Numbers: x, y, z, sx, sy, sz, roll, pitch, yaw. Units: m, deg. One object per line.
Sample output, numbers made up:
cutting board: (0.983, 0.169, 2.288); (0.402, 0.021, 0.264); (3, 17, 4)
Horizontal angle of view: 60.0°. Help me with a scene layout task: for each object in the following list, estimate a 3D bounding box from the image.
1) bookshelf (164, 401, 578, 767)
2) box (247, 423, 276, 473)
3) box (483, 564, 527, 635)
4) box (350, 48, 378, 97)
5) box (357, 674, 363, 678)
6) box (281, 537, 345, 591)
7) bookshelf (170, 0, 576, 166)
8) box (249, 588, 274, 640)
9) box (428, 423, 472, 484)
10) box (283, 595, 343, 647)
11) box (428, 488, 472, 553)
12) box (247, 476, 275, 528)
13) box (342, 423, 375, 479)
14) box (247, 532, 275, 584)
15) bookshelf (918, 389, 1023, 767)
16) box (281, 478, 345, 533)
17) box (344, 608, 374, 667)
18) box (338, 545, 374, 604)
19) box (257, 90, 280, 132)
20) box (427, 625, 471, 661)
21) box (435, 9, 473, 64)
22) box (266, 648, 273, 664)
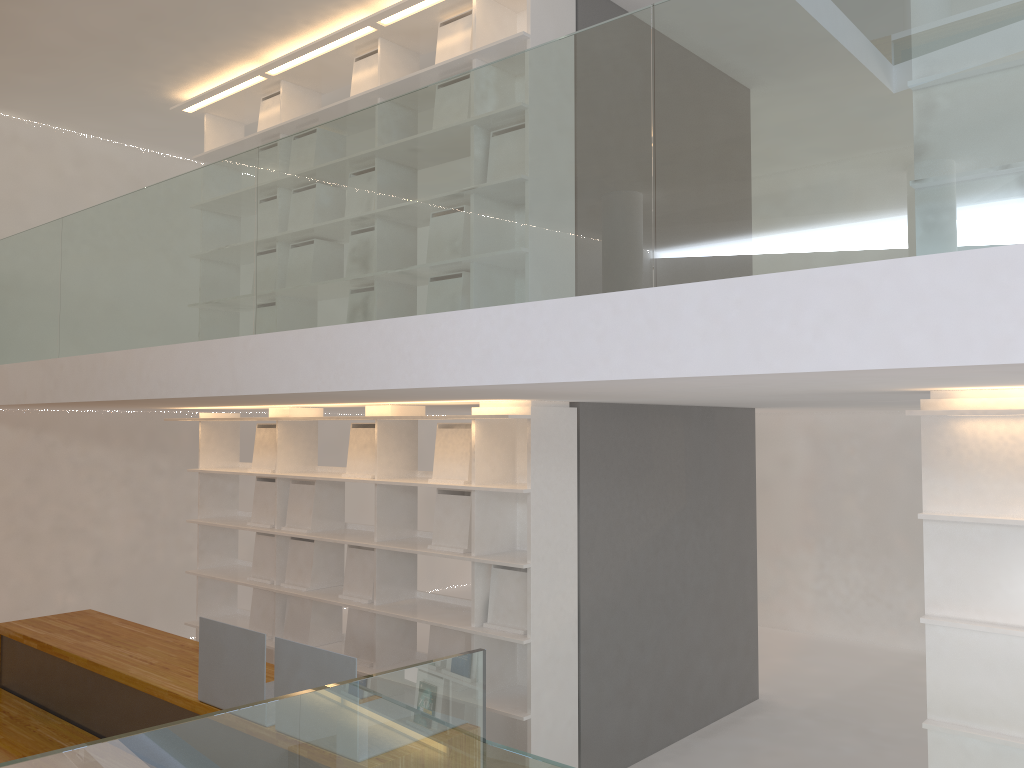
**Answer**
bookshelf: (-0.982, 1.039, 4.965); (2.984, 1.836, 0.498); (-2, -4, 41)
box: (-1.447, 0.392, 5.489); (0.245, 0.296, 0.274); (-2, -4, 41)
box: (0.047, 0.987, 4.169); (0.245, 0.296, 0.274); (-2, -4, 41)
box: (-0.751, -1.696, 4.983); (0.245, 0.296, 0.274); (-2, -4, 41)
box: (-0.755, 1.677, 4.830); (0.245, 0.296, 0.274); (-2, -4, 41)
box: (-1.173, 1.037, 5.221); (0.245, 0.296, 0.274); (-2, -4, 41)
bookshelf: (-0.981, -1.019, 5.063); (2.984, 1.836, 0.498); (-2, -4, 41)
box: (-1.454, 1.377, 5.448); (0.245, 0.296, 0.274); (-2, -4, 41)
box: (-0.236, 0.343, 4.444); (0.245, 0.296, 0.274); (-2, -4, 41)
box: (-1.183, 1.366, 5.214); (0.245, 0.296, 0.274); (-2, -4, 41)
box: (-0.237, 0.670, 4.430); (0.245, 0.296, 0.274); (-2, -4, 41)
box: (-1.447, 0.720, 5.473); (0.245, 0.296, 0.274); (-2, -4, 41)
box: (-0.751, 0.362, 4.885); (0.245, 0.296, 0.274); (-2, -4, 41)
box: (-1.439, 1.048, 5.451); (0.245, 0.296, 0.274); (-2, -4, 41)
bookshelf: (2.813, 0.888, 1.762); (3.666, 1.836, 0.397); (-2, -4, 41)
box: (-1.173, 0.709, 5.237); (0.245, 0.296, 0.274); (-2, -4, 41)
box: (-0.755, 1.348, 4.845); (0.245, 0.296, 0.274); (-2, -4, 41)
box: (-0.766, 1.020, 4.870); (0.245, 0.296, 0.274); (-2, -4, 41)
box: (-1.447, -1.666, 5.587); (0.245, 0.296, 0.274); (-2, -4, 41)
box: (-0.267, 1.328, 4.424); (0.245, 0.296, 0.274); (-2, -4, 41)
box: (-0.236, -1.716, 4.542); (0.245, 0.296, 0.274); (-2, -4, 41)
box: (-1.447, 1.705, 5.426); (0.245, 0.296, 0.274); (-2, -4, 41)
